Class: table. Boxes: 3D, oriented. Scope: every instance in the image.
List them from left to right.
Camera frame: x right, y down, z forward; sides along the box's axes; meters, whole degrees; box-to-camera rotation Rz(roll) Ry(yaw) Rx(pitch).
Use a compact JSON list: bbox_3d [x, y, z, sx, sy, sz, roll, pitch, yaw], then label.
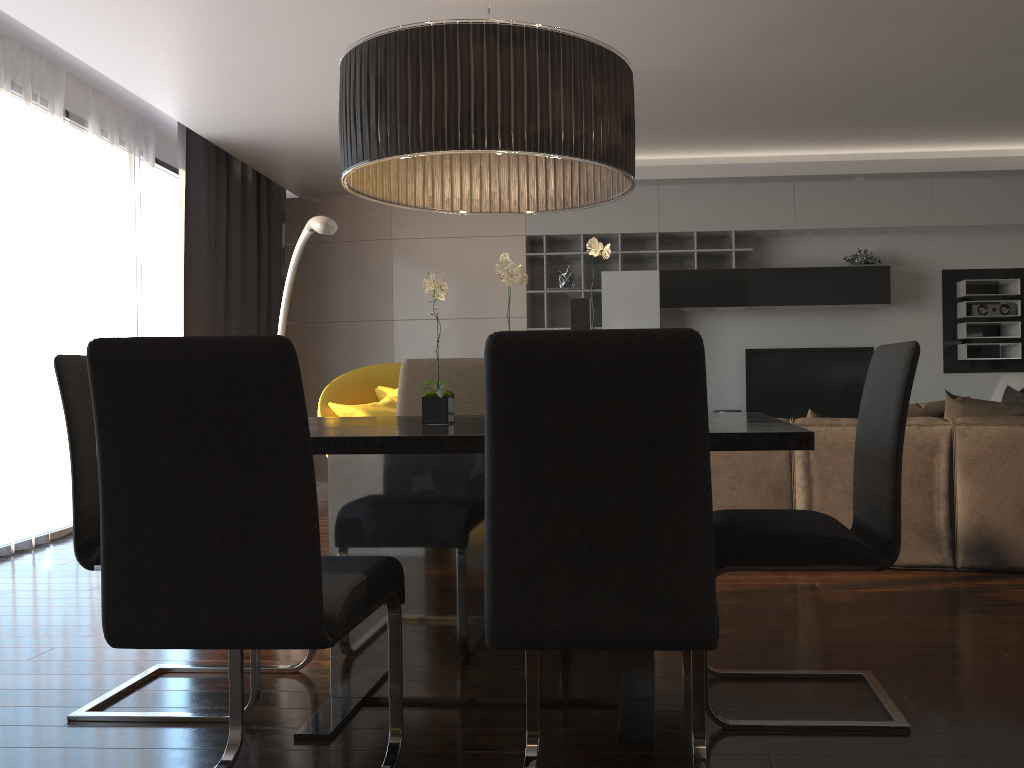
[{"bbox_3d":[-0.052,0.488,2.455,1.590,0.760,1.049,-1,0,5],"label":"table"}]

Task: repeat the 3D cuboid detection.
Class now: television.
[{"bbox_3d":[2.586,0.044,7.670,1.093,0.714,0.145,-1,0,4],"label":"television"}]

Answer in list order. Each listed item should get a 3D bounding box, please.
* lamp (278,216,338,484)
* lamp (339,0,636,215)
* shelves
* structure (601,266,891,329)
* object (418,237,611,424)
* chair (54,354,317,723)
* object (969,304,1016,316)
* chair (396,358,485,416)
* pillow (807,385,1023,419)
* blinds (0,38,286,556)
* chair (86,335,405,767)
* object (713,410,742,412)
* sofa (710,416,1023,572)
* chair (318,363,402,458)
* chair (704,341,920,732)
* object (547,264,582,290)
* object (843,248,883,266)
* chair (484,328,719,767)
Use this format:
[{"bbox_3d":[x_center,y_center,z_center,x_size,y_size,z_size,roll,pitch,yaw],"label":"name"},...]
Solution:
[{"bbox_3d":[-1.607,-0.029,6.555,0.597,1.779,4.122,-1,0,-12],"label":"lamp"},{"bbox_3d":[-0.065,-1.093,2.443,0.765,1.102,0.843,-1,0,30],"label":"lamp"},{"bbox_3d":[1.114,-0.480,7.629,1.908,1.600,0.381,-1,0,3],"label":"shelves"},{"bbox_3d":[2.223,-0.091,7.516,2.864,1.766,0.483,-1,0,3],"label":"structure"},{"bbox_3d":[0.022,-0.144,2.383,0.574,0.501,0.310,-1,0,1],"label":"object"},{"bbox_3d":[-0.908,0.398,2.499,0.567,0.964,0.431,-1,0,5],"label":"chair"},{"bbox_3d":[4.093,-0.629,7.491,0.358,0.094,0.073,-1,0,3],"label":"object"},{"bbox_3d":[-0.283,0.384,3.147,0.424,0.964,0.578,-1,0,7],"label":"chair"},{"bbox_3d":[2.503,0.211,4.634,2.209,0.431,1.003,-1,0,-32],"label":"pillow"},{"bbox_3d":[-2.456,-0.547,4.080,0.749,2.894,7.476,-1,0,2],"label":"blinds"},{"bbox_3d":[-0.507,0.397,1.789,0.424,0.964,0.578,-1,0,7],"label":"chair"},{"bbox_3d":[1.840,0.460,7.501,0.241,0.475,0.238,-1,0,-2],"label":"object"},{"bbox_3d":[2.207,0.464,5.183,2.419,0.704,2.810,-1,0,17],"label":"sofa"},{"bbox_3d":[-0.503,0.348,5.826,1.590,1.005,1.083,-1,0,-28],"label":"chair"},{"bbox_3d":[0.776,0.375,2.383,0.567,0.964,0.431,-1,0,5],"label":"chair"},{"bbox_3d":[0.463,-0.915,7.608,0.282,0.227,0.287,-1,0,6],"label":"object"},{"bbox_3d":[3.002,-1.074,7.535,0.320,0.177,0.327,-1,0,6],"label":"object"},{"bbox_3d":[0.188,0.388,1.750,0.424,0.964,0.578,-1,0,7],"label":"chair"}]
